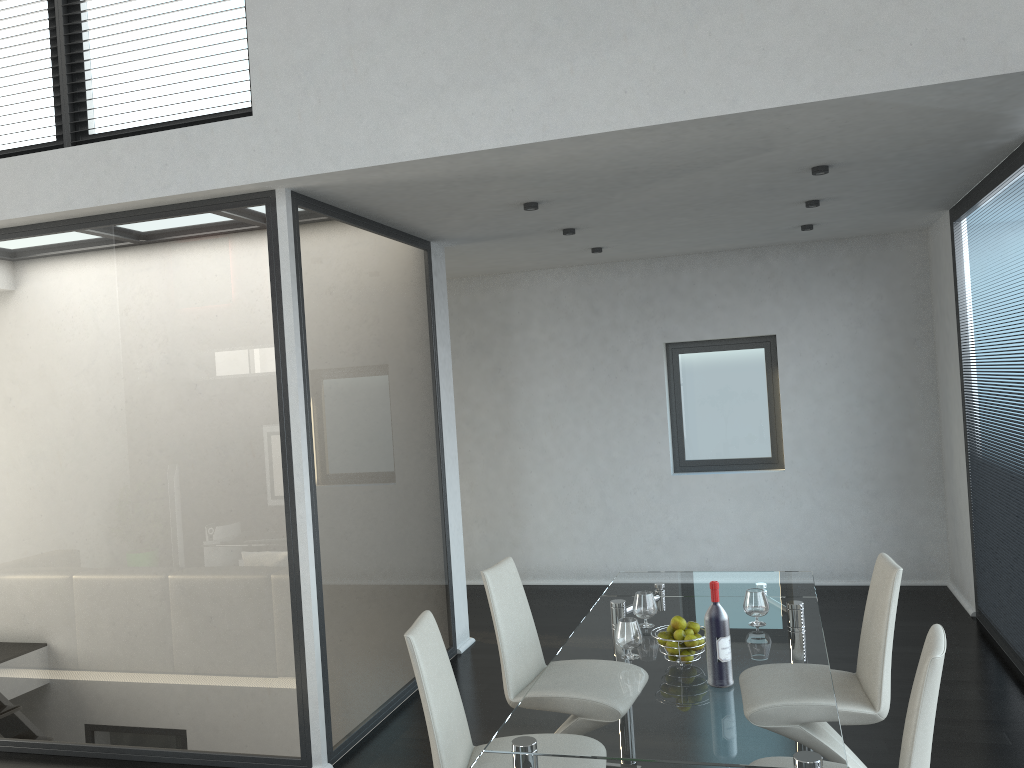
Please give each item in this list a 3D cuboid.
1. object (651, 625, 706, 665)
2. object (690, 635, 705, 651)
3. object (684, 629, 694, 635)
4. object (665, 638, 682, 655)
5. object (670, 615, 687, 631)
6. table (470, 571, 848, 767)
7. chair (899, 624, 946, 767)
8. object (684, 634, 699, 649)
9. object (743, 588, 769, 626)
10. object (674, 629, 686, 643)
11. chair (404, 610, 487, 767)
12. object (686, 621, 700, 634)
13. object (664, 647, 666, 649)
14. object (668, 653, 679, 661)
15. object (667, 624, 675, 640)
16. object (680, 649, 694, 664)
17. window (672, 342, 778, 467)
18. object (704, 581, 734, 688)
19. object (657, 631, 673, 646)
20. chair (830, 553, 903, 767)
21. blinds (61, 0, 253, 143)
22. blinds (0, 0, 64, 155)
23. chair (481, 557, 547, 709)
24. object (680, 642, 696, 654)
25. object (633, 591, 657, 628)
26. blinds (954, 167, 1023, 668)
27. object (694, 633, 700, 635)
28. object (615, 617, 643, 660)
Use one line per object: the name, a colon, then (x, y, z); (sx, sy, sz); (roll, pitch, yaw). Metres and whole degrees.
object: (0.581, 0.900, 3.030); (0.206, 0.105, 0.206); (-4, 0, -28)
object: (0.624, 0.877, 3.007); (0.058, 0.058, 0.058); (-4, 0, -17)
object: (0.603, 0.855, 3.035); (0.040, 0.038, 0.040); (-4, 0, -12)
object: (0.545, 0.887, 2.992); (0.053, 0.055, 0.054); (-4, 0, -19)
object: (0.571, 0.821, 3.038); (0.055, 0.056, 0.055); (-4, 0, 17)
table: (0.637, 1.320, 3.110); (0.940, 0.731, 2.720); (-4, 0, 17)
chair: (0.930, 1.187, 2.531); (0.612, 0.959, 0.471); (-4, 0, 27)
object: (0.600, 0.862, 2.970); (0.047, 0.048, 0.047); (-4, 0, -21)
object: (0.950, 0.868, 3.449); (0.098, 0.132, 0.098); (-4, 0, 36)
object: (0.567, 0.851, 2.998); (0.040, 0.043, 0.044); (-4, 0, 31)
chair: (-0.002, 1.249, 2.905); (0.612, 0.959, 0.471); (-4, 0, 7)
object: (0.626, 0.842, 3.066); (0.047, 0.045, 0.047); (-4, 0, 17)
object: (0.546, 0.900, 3.071); (0.045, 0.042, 0.045); (-4, 0, 11)
object: (0.553, 0.929, 3.036); (0.038, 0.038, 0.038); (-4, 0, 20)
object: (0.562, 0.858, 3.073); (0.055, 0.054, 0.050); (-4, 0, -14)
object: (0.590, 0.921, 2.998); (0.048, 0.048, 0.048); (-4, 0, 28)
window: (1.774, 0.175, 7.410); (0.800, 1.000, 0.050); (-4, 0, 17)
object: (0.650, 0.788, 2.805); (0.082, 0.326, 0.082); (-4, 0, 37)
object: (0.524, 0.873, 3.035); (0.055, 0.048, 0.054); (-4, 0, 10)
chair: (1.204, 1.171, 3.447); (0.612, 0.959, 0.471); (-4, 0, 12)
blinds: (-1.700, -1.906, 4.237); (1.076, 1.372, 0.048); (-4, 0, 17)
blinds: (-2.771, -1.836, 4.556); (1.076, 1.372, 0.048); (-4, 0, 17)
chair: (0.225, 1.236, 3.718); (0.612, 0.959, 0.471); (-4, 0, 22)
object: (0.601, 0.915, 3.052); (0.059, 0.056, 0.061); (-4, 0, -29)
object: (0.529, 0.895, 3.525); (0.098, 0.132, 0.098); (-4, 0, 36)
blinds: (2.703, 0.236, 4.919); (0.018, 2.537, 1.787); (-4, 0, 17)
object: (0.636, 0.878, 3.048); (0.040, 0.040, 0.039); (-4, 0, 8)
object: (0.415, 0.902, 3.144); (0.098, 0.132, 0.098); (-4, 0, 36)
